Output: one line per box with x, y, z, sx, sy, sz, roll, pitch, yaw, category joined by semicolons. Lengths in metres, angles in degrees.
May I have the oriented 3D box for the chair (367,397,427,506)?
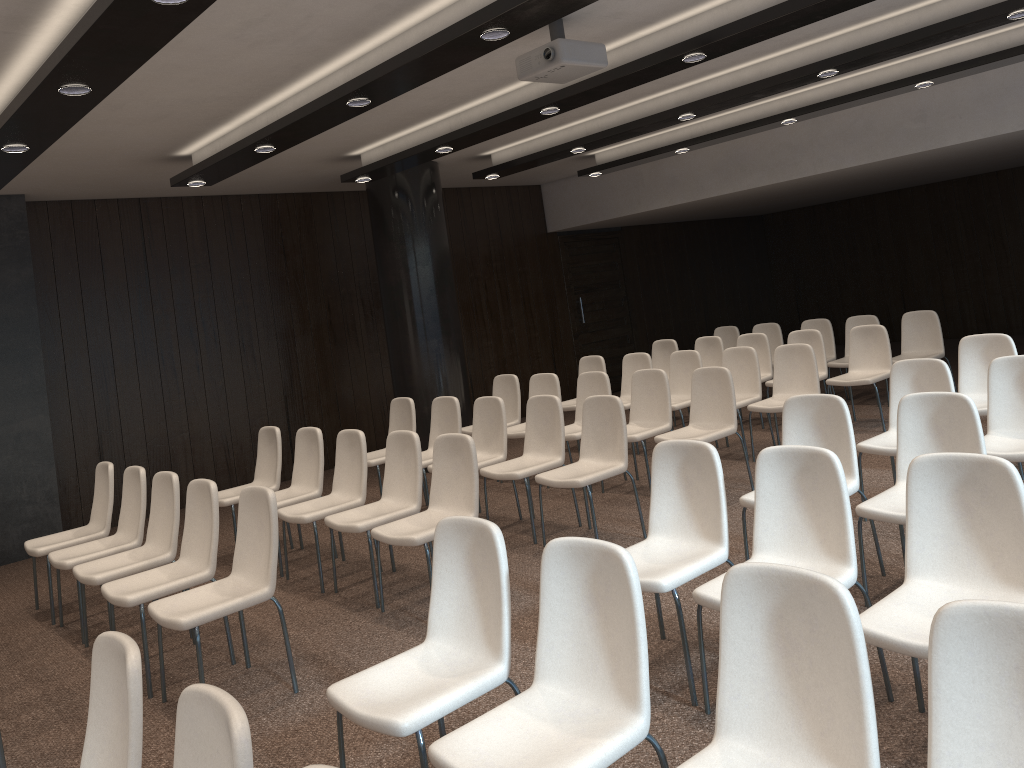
-1.080;0.608;7.444;0.563;0.905;0.525;-8;-1;-38;chair

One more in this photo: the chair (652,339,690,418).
1.619;-0.019;9.849;0.563;0.905;0.525;-8;-1;-38;chair

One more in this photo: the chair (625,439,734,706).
0.638;0.740;3.690;0.563;0.905;0.525;-8;-1;-39;chair

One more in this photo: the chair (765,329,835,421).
2.778;-0.047;8.480;0.563;0.905;0.525;-8;-1;-42;chair

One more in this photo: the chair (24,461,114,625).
-2.934;1.030;5.871;0.563;0.905;0.525;-8;-1;-38;chair

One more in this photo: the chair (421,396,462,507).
-0.669;0.592;7.013;0.563;0.905;0.525;-8;-1;-39;chair

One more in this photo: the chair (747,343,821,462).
2.271;0.150;7.239;0.563;0.905;0.525;-8;-1;-42;chair

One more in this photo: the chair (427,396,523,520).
-0.302;0.587;6.549;0.563;0.905;0.525;-8;-1;-39;chair

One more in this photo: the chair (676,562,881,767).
0.529;0.932;1.928;0.563;0.905;0.525;-8;-1;-38;chair

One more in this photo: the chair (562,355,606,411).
0.711;0.194;9.019;0.563;0.905;0.525;-8;-1;-39;chair

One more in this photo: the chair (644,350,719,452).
1.511;0.171;8.109;0.563;0.905;0.525;-8;-1;-39;chair

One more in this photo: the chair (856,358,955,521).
2.390;0.334;5.238;0.563;0.905;0.525;-8;-1;-39;chair

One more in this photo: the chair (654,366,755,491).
1.372;0.361;6.414;0.563;0.905;0.525;-8;-1;-38;chair

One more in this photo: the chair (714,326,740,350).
2.506;-0.219;10.585;0.563;0.905;0.525;-8;-1;-39;chair

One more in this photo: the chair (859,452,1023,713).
1.390;0.725;2.766;0.563;0.905;0.525;-8;-1;-41;chair

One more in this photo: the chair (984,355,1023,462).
2.763;0.328;4.773;0.563;0.905;0.525;-8;-1;-40;chair

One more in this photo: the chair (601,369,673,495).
0.985;0.369;6.884;0.563;0.905;0.525;-8;-1;-40;chair

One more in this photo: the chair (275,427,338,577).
-1.598;0.806;6.205;0.563;0.905;0.525;-8;-1;-40;chair

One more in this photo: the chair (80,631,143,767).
-1.154;1.155;2.105;0.563;0.905;0.525;-8;-1;-38;chair

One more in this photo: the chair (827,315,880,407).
3.654;-0.250;9.256;0.563;0.905;0.525;-8;-1;-42;chair

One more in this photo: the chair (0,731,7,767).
-2.222;1.186;3.310;0.563;0.905;0.525;-8;-1;-42;chair

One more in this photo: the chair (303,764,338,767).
-0.379;1.133;1.217;0.563;0.905;0.525;-8;-1;-42;chair

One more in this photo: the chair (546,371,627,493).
0.571;0.384;7.326;0.563;0.905;0.525;-8;-1;-40;chair

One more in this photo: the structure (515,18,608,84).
0.259;-1.912;4.977;0.413;0.315;0.379;-10;3;-41;structure

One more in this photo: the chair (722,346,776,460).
1.914;0.156;7.686;0.563;0.905;0.525;-8;-1;-39;chair

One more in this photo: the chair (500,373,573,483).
0.175;0.392;7.804;0.563;0.905;0.525;-8;-1;-42;chair

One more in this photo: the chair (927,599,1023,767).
0.881;0.924;1.512;0.563;0.905;0.525;-8;-1;-42;chair

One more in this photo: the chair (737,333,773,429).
2.393;-0.040;8.961;0.563;0.905;0.525;-8;-1;-42;chair

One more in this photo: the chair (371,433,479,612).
-0.451;0.777;4.864;0.563;0.905;0.525;-8;-1;-42;chair

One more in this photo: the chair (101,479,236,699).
-1.774;1.002;4.500;0.563;0.905;0.525;-8;-1;-41;chair

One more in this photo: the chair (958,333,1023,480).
3.230;0.136;6.016;0.563;0.905;0.525;-8;-1;-41;chair

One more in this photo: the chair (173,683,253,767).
-0.749;1.142;1.652;0.563;0.905;0.525;-8;-1;-38;chair

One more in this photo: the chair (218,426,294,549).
-2.011;0.821;6.645;0.563;0.905;0.525;-8;-1;-39;chair

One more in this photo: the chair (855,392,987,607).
1.896;0.530;3.994;0.563;0.905;0.525;-8;-1;-40;chair

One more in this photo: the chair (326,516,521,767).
-0.270;0.954;2.845;0.563;0.905;0.525;-8;-1;-41;chair

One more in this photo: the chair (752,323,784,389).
2.876;-0.226;10.123;0.563;0.905;0.525;-8;-1;-42;chair

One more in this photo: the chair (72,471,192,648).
-2.159;1.009;4.981;0.563;0.905;0.525;-8;-1;-41;chair

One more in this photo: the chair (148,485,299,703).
-1.348;0.987;4.051;0.563;0.905;0.525;-8;-1;-41;chair

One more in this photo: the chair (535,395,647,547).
0.477;0.565;5.653;0.563;0.905;0.525;-8;-1;-38;chair

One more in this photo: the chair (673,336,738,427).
2.023;-0.031;9.397;0.563;0.905;0.525;-8;-1;-39;chair

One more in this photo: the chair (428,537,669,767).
0.104;0.948;2.379;0.563;0.905;0.525;-8;-1;-42;chair

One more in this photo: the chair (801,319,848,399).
3.299;-0.241;9.676;0.563;0.905;0.525;-8;-1;-41;chair

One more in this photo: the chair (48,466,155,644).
-2.531;1.018;5.420;0.563;0.905;0.525;-8;-1;-40;chair

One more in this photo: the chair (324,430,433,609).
-0.808;0.783;5.311;0.563;0.905;0.525;-8;-1;-38;chair

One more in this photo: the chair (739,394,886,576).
1.479;0.545;4.439;0.563;0.905;0.525;-8;-1;-42;chair

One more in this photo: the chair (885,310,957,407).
4.061;-0.262;8.799;0.563;0.905;0.525;-8;-1;-42;chair

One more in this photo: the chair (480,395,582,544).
0.104;0.570;6.136;0.563;0.905;0.525;-8;-1;-38;chair

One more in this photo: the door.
1.316;-1.060;13.086;1.413;2.419;0.265;-7;-3;-41;door

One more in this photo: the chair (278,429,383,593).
-1.211;0.798;5.734;0.563;0.905;0.525;-8;-1;-38;chair

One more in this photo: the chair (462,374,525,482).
-0.182;0.399;8.251;0.563;0.905;0.525;-8;-1;-39;chair

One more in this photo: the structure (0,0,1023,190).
-1.293;-1.561;3.274;13.303;0.231;7.989;-13;7;-40;structure

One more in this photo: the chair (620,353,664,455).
1.125;0.179;8.579;0.563;0.905;0.525;-8;-1;-40;chair

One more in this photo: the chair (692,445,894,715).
0.996;0.734;3.242;0.563;0.905;0.525;-8;-1;-41;chair

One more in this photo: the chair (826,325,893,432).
3.207;-0.062;8.027;0.563;0.905;0.525;-8;-1;-39;chair
